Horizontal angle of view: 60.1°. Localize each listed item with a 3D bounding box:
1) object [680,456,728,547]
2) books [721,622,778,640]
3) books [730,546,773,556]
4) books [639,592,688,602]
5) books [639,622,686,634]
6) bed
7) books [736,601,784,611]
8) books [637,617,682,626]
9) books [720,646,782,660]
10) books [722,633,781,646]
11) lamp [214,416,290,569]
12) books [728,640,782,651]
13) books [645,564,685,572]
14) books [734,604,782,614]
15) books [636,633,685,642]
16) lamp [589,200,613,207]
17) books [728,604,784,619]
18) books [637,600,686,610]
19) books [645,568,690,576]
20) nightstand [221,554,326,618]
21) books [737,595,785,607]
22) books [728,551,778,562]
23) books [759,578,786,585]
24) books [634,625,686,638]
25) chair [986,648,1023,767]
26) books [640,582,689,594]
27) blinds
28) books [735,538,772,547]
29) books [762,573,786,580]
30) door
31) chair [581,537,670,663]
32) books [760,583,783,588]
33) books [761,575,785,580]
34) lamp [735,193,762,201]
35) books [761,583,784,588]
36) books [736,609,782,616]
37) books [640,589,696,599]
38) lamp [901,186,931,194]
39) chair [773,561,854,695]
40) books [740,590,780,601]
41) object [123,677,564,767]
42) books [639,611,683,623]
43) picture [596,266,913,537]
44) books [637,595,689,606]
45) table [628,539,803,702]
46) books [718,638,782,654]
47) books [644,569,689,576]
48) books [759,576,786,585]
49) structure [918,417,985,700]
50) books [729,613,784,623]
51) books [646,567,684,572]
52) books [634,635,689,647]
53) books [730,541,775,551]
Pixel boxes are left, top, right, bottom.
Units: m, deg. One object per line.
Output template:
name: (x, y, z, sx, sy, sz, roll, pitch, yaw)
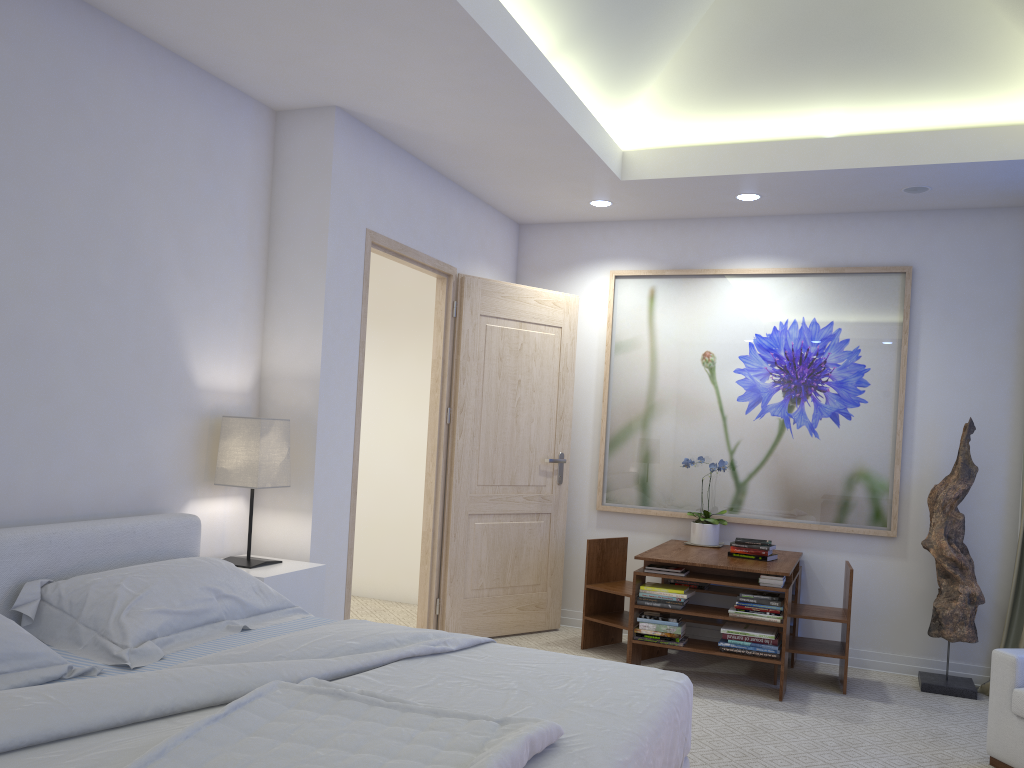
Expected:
object: (1.092, 0.664, 5.039, 0.305, 0.504, 0.216, 3, 0, 22)
books: (1.151, 1.194, 4.287, 0.249, 0.022, 0.180, 2, -3, 22)
books: (1.243, 0.861, 4.592, 0.190, 0.031, 0.132, 2, -3, 27)
books: (0.763, 1.057, 4.436, 0.222, 0.020, 0.154, 2, -3, 22)
books: (0.753, 1.204, 4.413, 0.208, 0.036, 0.145, 2, -3, 22)
bed: (-0.668, 0.865, 2.267, 2.017, 0.814, 1.973, 2, -3, 21)
books: (1.199, 1.060, 4.269, 0.217, 0.017, 0.137, 2, -3, 22)
books: (0.739, 1.178, 4.422, 0.205, 0.019, 0.119, 2, -3, 22)
books: (1.161, 1.280, 4.290, 0.276, 0.032, 0.192, 2, -3, 22)
books: (1.160, 1.219, 4.284, 0.256, 0.033, 0.156, 2, -3, 22)
lamp: (-1.034, 0.424, 3.530, 0.210, 0.583, 0.210, 3, 0, 22)
books: (1.177, 1.242, 4.268, 0.234, 0.018, 0.169, 2, -3, 27)
books: (0.768, 0.923, 4.440, 0.177, 0.009, 0.113, 2, -3, 22)
books: (1.189, 1.075, 4.269, 0.209, 0.015, 0.146, 2, -3, 22)
books: (0.743, 1.251, 4.424, 0.217, 0.021, 0.157, 2, -3, 22)
lamp: (0.503, -1.015, 5.010, 0.137, 0.014, 0.137, 4, -3, -6)
books: (1.186, 1.100, 4.281, 0.249, 0.015, 0.180, 2, -3, 22)
books: (0.752, 1.095, 4.434, 0.217, 0.020, 0.157, 2, -3, 22)
books: (0.776, 0.935, 4.430, 0.201, 0.015, 0.140, 2, -3, 22)
nightstand: (-1.434, 0.940, 2.500, 0.400, 0.599, 2.555, 3, -3, 22)
books: (1.202, 1.040, 4.269, 0.205, 0.026, 0.125, 2, -3, 27)
books: (1.250, 0.889, 4.597, 0.212, 0.027, 0.154, 1, -4, 37)
books: (1.247, 0.936, 4.239, 0.108, 0.020, 0.151, 2, -3, 22)
books: (0.740, 1.231, 4.418, 0.233, 0.022, 0.142, 2, -3, 22)
chair: (2.265, 1.133, 3.133, 0.688, 0.706, 0.806, 4, -2, -13)
books: (0.768, 1.022, 4.437, 0.217, 0.019, 0.157, 2, -3, 22)
blinds: (2.590, 0.378, 4.326, 0.295, 2.374, 0.641, 3, 0, -27)
books: (1.251, 0.818, 4.587, 0.180, 0.018, 0.125, 2, -3, 17)
books: (1.249, 0.917, 4.233, 0.103, 0.013, 0.143, 2, -3, 22)
door: (-0.306, 0.392, 4.752, 0.360, 2.055, 1.786, 3, -1, 39)
chair: (0.638, 1.178, 4.897, 0.341, 0.610, 0.340, 4, -1, -43)
books: (1.245, 0.953, 4.234, 0.101, 0.012, 0.140, 2, -3, 22)
books: (1.249, 0.917, 4.233, 0.100, 0.012, 0.140, 2, -3, 22)
lamp: (1.255, -0.988, 4.708, 0.137, 0.014, 0.137, 4, -3, -6)
books: (1.245, 0.953, 4.234, 0.103, 0.013, 0.143, 2, -3, 22)
books: (1.193, 1.088, 4.264, 0.205, 0.011, 0.148, 2, -3, 22)
books: (0.782, 1.040, 4.439, 0.239, 0.019, 0.173, 2, -3, 27)
lamp: (2.010, -0.960, 4.404, 0.137, 0.014, 0.137, 4, -3, -6)
chair: (1.528, 1.210, 4.514, 0.340, 0.610, 0.340, 3, -1, 17)
books: (1.196, 1.019, 4.270, 0.177, 0.017, 0.113, 2, -3, 22)
object: (-0.341, 0.899, 1.640, 0.717, 0.466, 0.915, 3, -2, 18)
books: (0.745, 1.162, 4.419, 0.198, 0.017, 0.114, 2, -3, 22)
picture: (1.338, 0.068, 5.088, 1.678, 1.460, 0.030, 3, 0, 22)
books: (0.756, 1.076, 4.431, 0.234, 0.019, 0.144, 2, -3, 22)
table: (1.100, 1.199, 4.678, 0.739, 0.600, 0.902, 3, -2, 22)
books: (1.154, 1.257, 4.279, 0.284, 0.018, 0.182, 2, -3, 22)
books: (0.777, 0.935, 4.429, 0.201, 0.014, 0.136, 2, -3, 22)
books: (1.247, 0.935, 4.239, 0.111, 0.022, 0.154, 2, -3, 22)
structure: (2.249, 0.861, 4.510, 0.305, 1.394, 0.264, 3, 0, 23)
books: (1.188, 1.115, 4.275, 0.239, 0.017, 0.173, 2, -3, 27)
books: (0.768, 0.923, 4.440, 0.174, 0.008, 0.111, 2, -3, 22)
books: (0.748, 1.270, 4.425, 0.242, 0.019, 0.169, 2, -3, 22)
books: (1.249, 0.837, 4.590, 0.205, 0.020, 0.125, 1, -3, 32)
